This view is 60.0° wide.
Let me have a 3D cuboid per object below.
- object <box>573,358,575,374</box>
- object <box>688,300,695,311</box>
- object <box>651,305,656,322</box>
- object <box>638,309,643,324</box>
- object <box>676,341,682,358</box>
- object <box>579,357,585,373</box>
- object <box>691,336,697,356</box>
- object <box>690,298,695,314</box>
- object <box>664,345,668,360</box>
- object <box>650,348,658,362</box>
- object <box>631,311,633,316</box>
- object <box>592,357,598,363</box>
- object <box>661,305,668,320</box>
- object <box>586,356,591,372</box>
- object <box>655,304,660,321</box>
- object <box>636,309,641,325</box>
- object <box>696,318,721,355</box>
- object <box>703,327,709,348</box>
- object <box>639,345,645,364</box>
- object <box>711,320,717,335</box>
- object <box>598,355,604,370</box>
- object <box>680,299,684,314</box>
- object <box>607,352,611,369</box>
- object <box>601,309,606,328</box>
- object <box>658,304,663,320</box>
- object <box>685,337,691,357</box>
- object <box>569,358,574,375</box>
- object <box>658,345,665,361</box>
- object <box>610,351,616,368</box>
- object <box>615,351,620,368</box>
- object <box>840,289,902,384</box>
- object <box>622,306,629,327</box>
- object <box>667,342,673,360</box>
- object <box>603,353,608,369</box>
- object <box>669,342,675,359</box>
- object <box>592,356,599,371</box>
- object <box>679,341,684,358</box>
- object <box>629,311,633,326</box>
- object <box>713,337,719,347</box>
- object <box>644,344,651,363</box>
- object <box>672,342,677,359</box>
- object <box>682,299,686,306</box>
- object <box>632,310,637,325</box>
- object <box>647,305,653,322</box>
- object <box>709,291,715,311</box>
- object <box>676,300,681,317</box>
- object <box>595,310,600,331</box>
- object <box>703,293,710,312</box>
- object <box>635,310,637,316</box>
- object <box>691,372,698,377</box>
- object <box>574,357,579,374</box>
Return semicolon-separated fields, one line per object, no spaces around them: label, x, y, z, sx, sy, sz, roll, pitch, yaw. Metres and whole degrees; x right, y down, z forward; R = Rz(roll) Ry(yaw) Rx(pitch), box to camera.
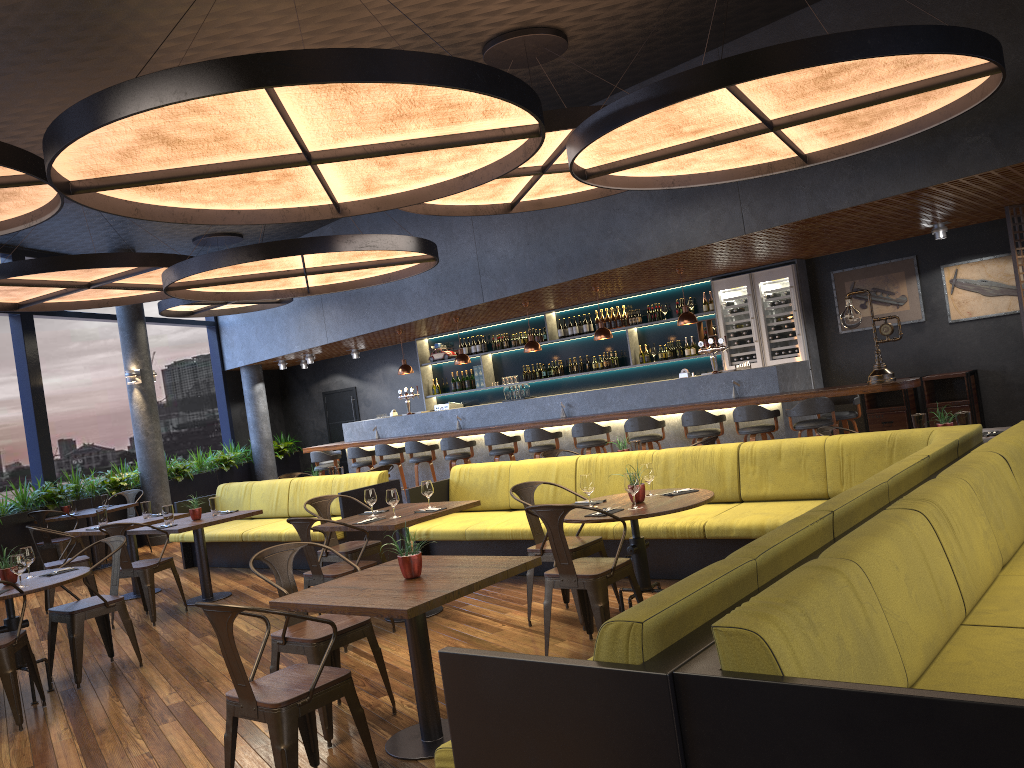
object;0.992;-0.286;13.977;0.063;0.254;0.063;-8;0;26
object;2.536;-1.079;12.534;0.097;0.206;0.097;-8;0;7
object;2.069;-1.033;13.003;0.063;0.254;0.063;-8;0;1
object;1.892;-0.992;13.112;0.056;0.227;0.056;-9;0;41
object;2.390;-0.495;12.735;0.063;0.254;0.063;-8;0;2
object;1.089;-0.301;13.898;0.063;0.254;0.063;-8;0;11
object;2.580;-0.538;12.632;0.079;0.281;0.079;-8;0;33
object;2.567;-1.106;12.666;0.063;0.254;0.063;-8;0;-43
object;2.248;-0.459;12.943;0.088;0.224;0.088;-8;0;33
object;2.076;-0.425;12.976;0.097;0.206;0.097;-8;0;7
object;1.798;-0.978;13.188;0.056;0.227;0.056;-9;0;41
object;1.292;-0.307;13.778;0.097;0.206;0.097;-8;0;-20
object;2.203;-1.029;12.785;0.097;0.206;0.097;-8;0;7
object;1.185;-0.315;13.829;0.063;0.254;0.063;-8;0;-3
object;2.101;-1.038;12.858;0.063;0.254;0.063;-8;0;11
object;1.855;-0.987;13.064;0.056;0.227;0.056;-8;0;26
object;2.784;-0.667;12.416;0.300;0.475;0.161;-9;0;38
object;2.736;-0.614;12.462;0.091;0.369;0.092;-8;0;8
object;1.921;-0.439;13.168;0.079;0.281;0.079;-9;0;43
object;2.826;-0.786;12.373;0.097;0.206;0.097;-8;0;-11
object;1.363;-0.327;13.578;0.088;0.224;0.088;-8;0;-37
object;2.412;-1.085;12.580;0.063;0.254;0.063;-8;0;-23
object;1.475;-0.358;13.532;0.063;0.254;0.063;-8;0;-23
object;1.379;-0.969;13.452;0.084;0.330;0.084;-8;0;-44
object;2.159;-1.046;12.932;0.063;0.254;0.063;-8;0;26
object;2.507;-0.528;12.691;0.079;0.281;0.079;-8;0;13
object;0.922;-0.276;13.892;0.063;0.254;0.063;-8;0;11
object;2.168;-0.448;12.867;0.088;0.224;0.088;-8;0;8
object;1.518;-0.366;13.404;0.063;0.254;0.063;-8;0;-44
object;1.591;-0.376;13.482;0.063;0.254;0.063;-8;0;11
object;3.597;-0.480;8.853;0.566;0.944;0.263;-8;0;31
object;1.700;-1.017;13.347;0.084;0.330;0.084;-8;0;-44
object;2.263;-0.477;12.768;0.063;0.254;0.063;-9;0;42
object;1.416;-0.350;13.456;0.063;0.254;0.063;-8;0;32
object;2.309;-0.483;12.834;0.063;0.254;0.063;-8;0;-23
object;1.281;-0.315;13.645;0.088;0.224;0.088;-8;0;8
object;2.435;-0.501;12.805;0.063;0.254;0.063;-8;0;-43
object;1.760;-0.973;13.141;0.056;0.227;0.056;-8;0;1
object;2.859;-0.554;12.371;0.097;0.206;0.097;-8;0;-11
object;1.993;-0.450;13.109;0.079;0.281;0.079;-8;0;18
object;2.354;-0.489;12.904;0.063;0.254;0.063;-8;0;2
object;2.463;-1.091;12.668;0.063;0.254;0.063;-8;0;2
object;1.807;-0.980;13.103;0.056;0.227;0.056;-8;0;16
object;2.002;-1.023;12.929;0.063;0.254;0.063;-8;0;36
object;2.790;-1.154;12.395;0.079;0.281;0.079;-8;0;8
object;2.377;-1.079;12.686;0.063;0.254;0.063;-8;0;-9
object;1.306;-0.958;13.509;0.084;0.330;0.084;-8;0;-44
object;2.717;-1.143;12.454;0.079;0.281;0.079;-8;0;-42
object;1.844;-0.985;13.151;0.056;0.227;0.056;-8;0;1
object;2.590;0.076;12.706;0.310;0.492;0.204;-9;0;39
object;1.000;-0.288;13.829;0.063;0.254;0.063;-8;0;-14
